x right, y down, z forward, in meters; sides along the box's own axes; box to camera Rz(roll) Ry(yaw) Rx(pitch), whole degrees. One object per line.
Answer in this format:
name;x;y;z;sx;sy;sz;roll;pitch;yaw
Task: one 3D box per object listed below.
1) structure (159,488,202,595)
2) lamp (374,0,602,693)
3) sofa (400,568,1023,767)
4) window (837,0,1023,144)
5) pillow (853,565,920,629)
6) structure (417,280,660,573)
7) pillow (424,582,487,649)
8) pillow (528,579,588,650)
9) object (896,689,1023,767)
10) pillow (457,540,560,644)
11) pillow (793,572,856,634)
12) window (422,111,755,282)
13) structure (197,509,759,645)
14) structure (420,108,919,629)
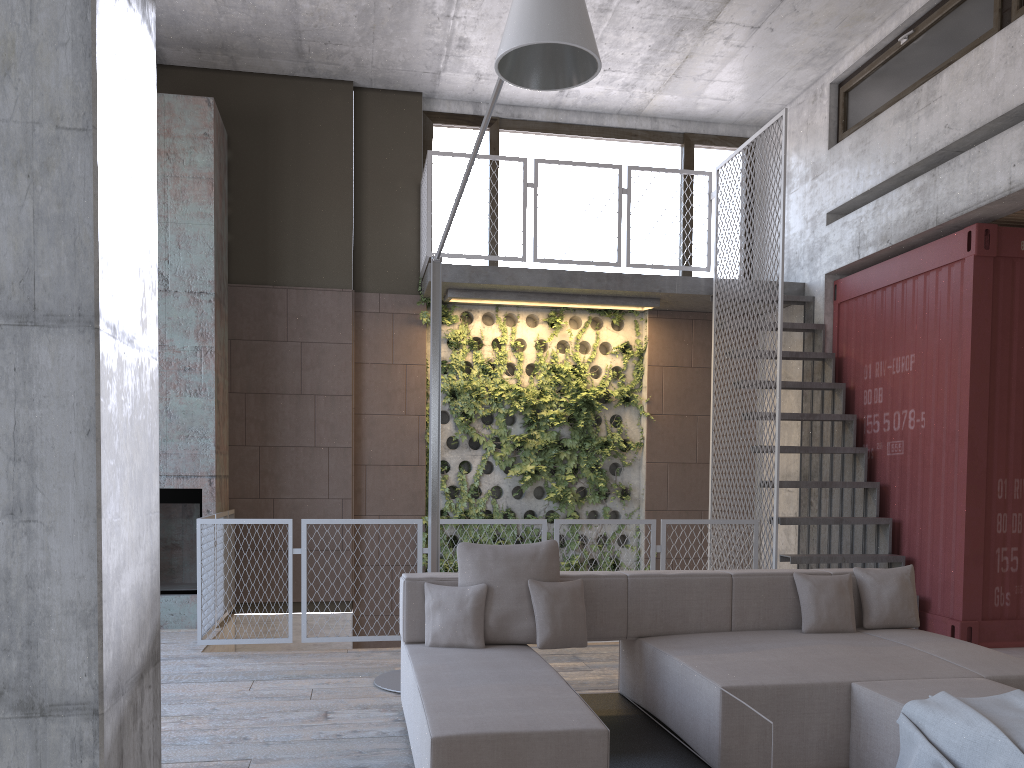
structure;-2.980;1.371;7.645;0.576;0.929;0.056;1;2;-10
lamp;-0.140;0.127;4.775;0.756;3.428;2.628;0;0;-23
sofa;1.089;1.342;3.807;2.998;0.785;3.023;2;-6;-10
window;3.748;-2.898;3.966;0.113;0.605;8.470;0;-6;-10
pillow;2.188;1.238;5.106;0.362;0.367;0.187;1;1;-5
structure;0.317;0.765;8.925;2.628;3.829;1.001;1;2;-10
pillow;-0.303;1.226;4.593;0.369;0.377;0.150;0;1;23
pillow;0.254;1.209;4.618;0.377;0.373;0.169;2;0;-37
object;1.915;1.374;2.769;1.044;0.502;1.604;0;-5;8
pillow;-0.018;1.110;4.671;0.563;0.558;0.220;1;1;-8
pillow;1.804;1.261;5.018;0.370;0.359;0.186;1;1;-11
window;0.838;-1.798;9.177;3.567;1.755;0.109;1;2;-10
structure;-0.318;1.625;7.804;4.428;0.935;1.933;2;-5;-10
structure;1.100;0.093;7.905;3.685;4.322;3.035;1;0;-10
